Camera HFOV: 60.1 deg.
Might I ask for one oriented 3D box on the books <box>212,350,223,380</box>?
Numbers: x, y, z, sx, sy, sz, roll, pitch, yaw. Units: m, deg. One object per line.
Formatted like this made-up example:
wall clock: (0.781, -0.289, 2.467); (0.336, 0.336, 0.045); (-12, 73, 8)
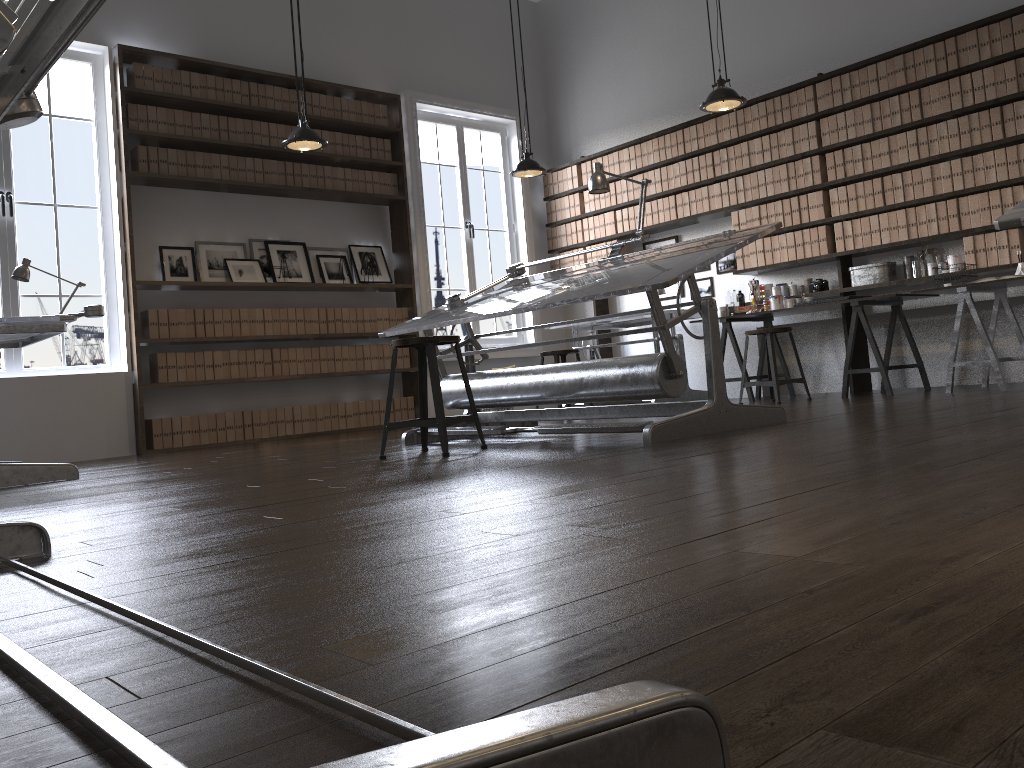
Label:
books: (-2.316, -0.141, 6.878); (0.067, 0.226, 0.174); (-2, -3, -41)

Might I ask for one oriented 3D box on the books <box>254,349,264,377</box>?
books: (-2.060, -0.162, 7.099); (0.067, 0.226, 0.174); (-2, -3, -41)

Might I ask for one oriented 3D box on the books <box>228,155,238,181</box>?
books: (-2.272, -1.702, 7.113); (0.067, 0.226, 0.174); (-2, -3, -41)

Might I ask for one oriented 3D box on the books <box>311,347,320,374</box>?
books: (-1.687, -0.193, 7.429); (0.067, 0.226, 0.174); (-2, -3, -41)

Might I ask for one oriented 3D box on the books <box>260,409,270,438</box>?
books: (-2.013, 0.318, 7.083); (0.067, 0.226, 0.174); (-2, -3, -41)

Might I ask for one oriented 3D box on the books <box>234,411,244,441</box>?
books: (-2.177, 0.332, 6.944); (0.067, 0.226, 0.174); (-2, -3, -41)

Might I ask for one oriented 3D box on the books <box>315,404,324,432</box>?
books: (-1.646, 0.288, 7.398); (0.067, 0.226, 0.174); (-2, -3, -41)

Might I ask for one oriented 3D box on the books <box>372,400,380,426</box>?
books: (-1.235, 0.254, 7.764); (0.067, 0.226, 0.174); (-2, -3, -41)

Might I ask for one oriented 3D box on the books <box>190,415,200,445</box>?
books: (-2.437, 0.353, 6.714); (0.067, 0.226, 0.174); (-2, -3, -41)

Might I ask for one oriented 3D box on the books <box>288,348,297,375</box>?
books: (-1.843, -0.180, 7.286); (0.067, 0.226, 0.174); (-2, -3, -41)

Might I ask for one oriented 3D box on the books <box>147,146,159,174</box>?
books: (-2.742, -1.664, 6.698); (0.067, 0.226, 0.174); (-2, -3, -41)

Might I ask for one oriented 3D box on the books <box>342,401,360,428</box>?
books: (-1.389, 0.267, 7.628); (0.067, 0.226, 0.174); (-2, -3, -41)

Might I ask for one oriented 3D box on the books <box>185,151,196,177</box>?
books: (-2.528, -1.681, 6.891); (0.067, 0.226, 0.174); (-2, -3, -41)

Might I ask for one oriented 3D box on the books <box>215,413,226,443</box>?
books: (-2.283, 0.341, 6.850); (0.067, 0.226, 0.174); (-2, -3, -41)

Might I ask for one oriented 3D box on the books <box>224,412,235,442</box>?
books: (-2.227, 0.336, 6.893); (0.067, 0.226, 0.174); (-2, -3, -41)

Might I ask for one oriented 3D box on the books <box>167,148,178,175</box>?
books: (-2.632, -1.673, 6.794); (0.067, 0.226, 0.174); (-2, -3, -41)

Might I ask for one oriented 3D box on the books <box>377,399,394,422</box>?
books: (-1.128, 0.245, 7.858); (0.067, 0.226, 0.174); (-2, -3, -41)

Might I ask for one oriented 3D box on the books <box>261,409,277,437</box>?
books: (-1.963, 0.314, 7.121); (0.067, 0.226, 0.174); (-2, -3, -41)

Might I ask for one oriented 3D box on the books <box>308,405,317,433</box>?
books: (-1.699, 0.292, 7.358); (0.067, 0.226, 0.174); (-2, -3, -41)

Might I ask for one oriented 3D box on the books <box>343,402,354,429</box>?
books: (-1.435, 0.271, 7.586); (0.067, 0.226, 0.174); (-2, -3, -41)

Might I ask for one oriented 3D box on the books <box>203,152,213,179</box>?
books: (-2.426, -1.690, 6.978); (0.067, 0.226, 0.174); (-2, -3, -41)

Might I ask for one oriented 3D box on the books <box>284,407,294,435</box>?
books: (-1.856, 0.305, 7.219); (0.067, 0.226, 0.174); (-2, -3, -41)

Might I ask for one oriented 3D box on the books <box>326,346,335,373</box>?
books: (-1.579, -0.202, 7.516); (0.067, 0.226, 0.174); (-2, -3, -41)

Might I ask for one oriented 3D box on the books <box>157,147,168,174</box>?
books: (-2.689, -1.668, 6.751); (0.067, 0.226, 0.174); (-2, -3, -41)

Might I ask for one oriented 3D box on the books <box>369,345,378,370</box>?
books: (-1.260, -0.228, 7.799); (0.067, 0.226, 0.174); (-2, -3, -41)

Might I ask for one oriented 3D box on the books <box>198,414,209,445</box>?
books: (-2.384, 0.349, 6.754); (0.067, 0.226, 0.174); (-2, -3, -41)

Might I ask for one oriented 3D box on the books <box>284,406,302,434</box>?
books: (-1.799, 0.301, 7.266); (0.067, 0.226, 0.174); (-2, -3, -41)

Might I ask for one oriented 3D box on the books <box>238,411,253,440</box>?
books: (-2.116, 0.327, 6.989); (0.067, 0.226, 0.174); (-2, -3, -41)

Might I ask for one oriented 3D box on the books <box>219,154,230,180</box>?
books: (-2.322, -1.698, 7.064); (0.067, 0.226, 0.174); (-2, -3, -41)

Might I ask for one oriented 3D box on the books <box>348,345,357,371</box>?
books: (-1.423, -0.215, 7.662); (0.067, 0.226, 0.174); (-2, -3, -41)

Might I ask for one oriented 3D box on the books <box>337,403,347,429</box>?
books: (-1.488, 0.275, 7.537); (0.067, 0.226, 0.174); (-2, -3, -41)

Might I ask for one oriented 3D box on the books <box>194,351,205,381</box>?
books: (-2.425, -0.132, 6.785); (0.067, 0.226, 0.174); (-2, -3, -41)

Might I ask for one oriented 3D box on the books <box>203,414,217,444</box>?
books: (-2.337, 0.345, 6.803); (0.067, 0.226, 0.174); (-2, -3, -41)

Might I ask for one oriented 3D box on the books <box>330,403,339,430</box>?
books: (-1.544, 0.280, 7.494); (0.067, 0.226, 0.174); (-2, -3, -41)

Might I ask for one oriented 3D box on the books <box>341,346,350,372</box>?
books: (-1.473, -0.211, 7.613); (0.067, 0.226, 0.174); (-2, -3, -41)

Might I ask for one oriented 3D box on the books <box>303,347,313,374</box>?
books: (-1.741, -0.188, 7.385); (0.067, 0.226, 0.174); (-2, -3, -41)

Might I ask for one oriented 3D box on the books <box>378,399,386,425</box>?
books: (-1.179, 0.249, 7.808); (0.067, 0.226, 0.174); (-2, -3, -41)

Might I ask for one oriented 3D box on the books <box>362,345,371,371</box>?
books: (-1.313, -0.224, 7.750); (0.067, 0.226, 0.174); (-2, -3, -41)

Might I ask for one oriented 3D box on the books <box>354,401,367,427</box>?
books: (-1.335, 0.262, 7.669); (0.067, 0.226, 0.174); (-2, -3, -41)

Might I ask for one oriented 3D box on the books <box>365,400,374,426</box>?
books: (-1.288, 0.258, 7.718); (0.067, 0.226, 0.174); (-2, -3, -41)

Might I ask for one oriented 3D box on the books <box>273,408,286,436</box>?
books: (-1.908, 0.310, 7.169); (0.067, 0.226, 0.174); (-2, -3, -41)

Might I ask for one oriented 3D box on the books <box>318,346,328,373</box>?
books: (-1.630, -0.198, 7.477); (0.067, 0.226, 0.174); (-2, -3, -41)

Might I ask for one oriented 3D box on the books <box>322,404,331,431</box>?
books: (-1.598, 0.284, 7.449); (0.067, 0.226, 0.174); (-2, -3, -41)

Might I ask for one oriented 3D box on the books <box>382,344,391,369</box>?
books: (-1.160, -0.236, 7.882); (0.067, 0.226, 0.174); (-2, -3, -41)

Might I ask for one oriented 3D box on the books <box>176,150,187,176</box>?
books: (-2.582, -1.677, 6.844); (0.067, 0.226, 0.174); (-2, -3, -41)

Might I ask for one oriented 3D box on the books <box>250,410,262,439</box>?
books: (-2.064, 0.323, 7.042); (0.067, 0.226, 0.174); (-2, -3, -41)

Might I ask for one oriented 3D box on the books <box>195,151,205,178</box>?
books: (-2.473, -1.686, 6.930); (0.067, 0.226, 0.174); (-2, -3, -41)

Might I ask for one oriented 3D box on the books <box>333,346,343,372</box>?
books: (-1.525, -0.206, 7.563); (0.067, 0.226, 0.174); (-2, -3, -41)

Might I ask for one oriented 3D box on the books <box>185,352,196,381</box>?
books: (-2.479, -0.128, 6.741); (0.067, 0.226, 0.174); (-2, -3, -41)

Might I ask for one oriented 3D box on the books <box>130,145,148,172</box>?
books: (-2.801, -1.659, 6.653); (0.067, 0.226, 0.174); (-2, -3, -41)

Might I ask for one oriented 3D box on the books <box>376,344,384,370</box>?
books: (-1.214, -0.232, 7.841); (0.067, 0.226, 0.174); (-2, -3, -41)

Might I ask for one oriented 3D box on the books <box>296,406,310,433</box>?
books: (-1.745, 0.296, 7.315); (0.067, 0.226, 0.174); (-2, -3, -41)

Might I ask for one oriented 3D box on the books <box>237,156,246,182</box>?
books: (-2.220, -1.707, 7.161); (0.067, 0.226, 0.174); (-2, -3, -41)

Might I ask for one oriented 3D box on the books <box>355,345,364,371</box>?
books: (-1.369, -0.219, 7.707); (0.067, 0.226, 0.174); (-2, -3, -41)
